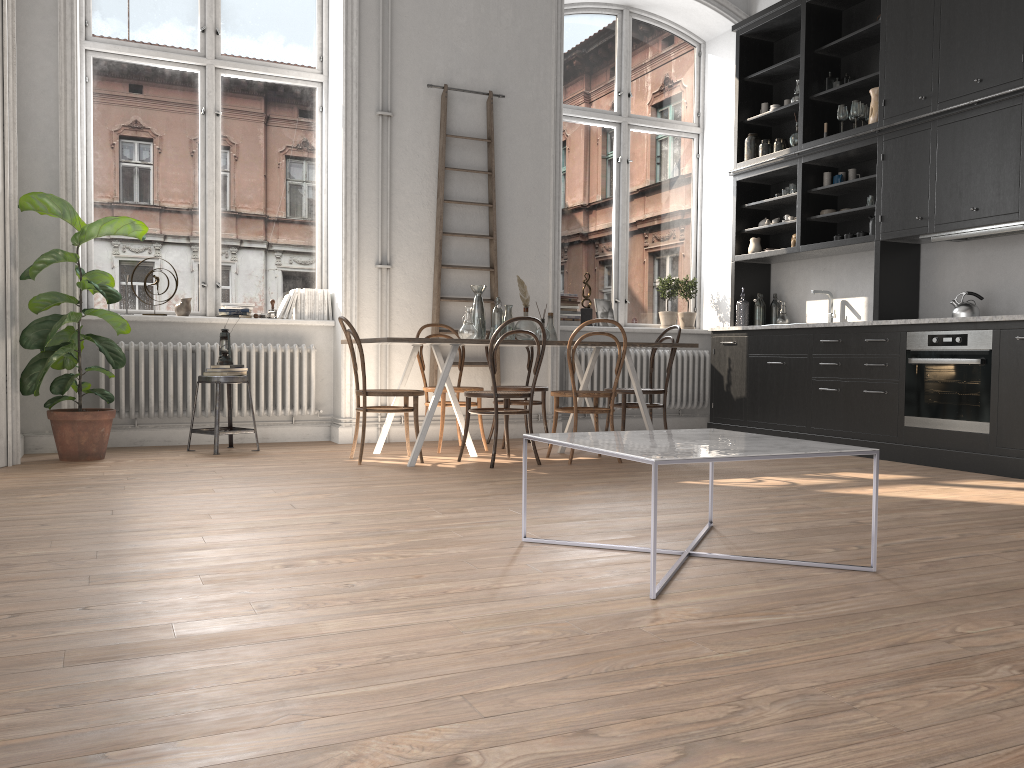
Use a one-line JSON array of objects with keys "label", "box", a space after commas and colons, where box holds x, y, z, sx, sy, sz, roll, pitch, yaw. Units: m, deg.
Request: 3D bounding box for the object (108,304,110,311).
[{"label": "object", "box": [-2.896, -0.639, 6.368, 0.095, 0.289, 0.095, 1, 2, 7]}]

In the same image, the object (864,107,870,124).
[{"label": "object", "box": [2.729, -1.994, 6.765, 0.083, 0.221, 0.083, 1, 2, 7]}]

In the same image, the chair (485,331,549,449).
[{"label": "chair", "box": [0.040, 0.010, 6.748, 0.438, 0.921, 0.549, 0, 2, -18]}]

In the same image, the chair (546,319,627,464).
[{"label": "chair", "box": [0.486, 0.044, 5.793, 0.438, 0.921, 0.549, 0, 2, -14]}]

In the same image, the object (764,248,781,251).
[{"label": "object", "box": [2.240, -1.130, 7.581, 0.180, 0.037, 0.180, -1, 2, -40]}]

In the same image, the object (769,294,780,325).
[{"label": "object", "box": [2.298, -0.638, 7.751, 0.086, 0.301, 0.086, 1, 2, 21]}]

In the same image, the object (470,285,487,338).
[{"label": "object", "box": [-0.233, -0.487, 6.126, 0.116, 0.383, 0.116, 0, 2, -13]}]

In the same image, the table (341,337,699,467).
[{"label": "table", "box": [0.042, 0.098, 6.107, 2.200, 0.780, 1.100, 0, 2, -25]}]

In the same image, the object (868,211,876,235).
[{"label": "object", "box": [2.685, -1.170, 6.494, 0.124, 0.192, 0.129, 1, 2, 3]}]

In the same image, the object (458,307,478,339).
[{"label": "object", "box": [-0.288, -0.397, 5.840, 0.132, 0.219, 0.132, -1, 3, -35]}]

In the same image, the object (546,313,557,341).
[{"label": "object", "box": [0.274, -0.402, 6.313, 0.101, 0.212, 0.101, 1, 2, 15]}]

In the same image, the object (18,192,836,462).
[{"label": "object", "box": [-0.299, -0.446, 6.397, 5.827, 1.843, 0.791, 0, 2, -20]}]

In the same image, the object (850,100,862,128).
[{"label": "object", "box": [2.559, -1.990, 6.594, 0.083, 0.221, 0.083, 1, 2, 22]}]

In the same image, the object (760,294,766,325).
[{"label": "object", "box": [2.196, -0.642, 7.820, 0.086, 0.301, 0.086, 0, 2, -10]}]

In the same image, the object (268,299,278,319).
[{"label": "object", "box": [-1.829, -0.572, 6.778, 0.088, 0.153, 0.048, 2, 3, 35]}]

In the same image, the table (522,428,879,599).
[{"label": "table", "box": [0.601, 0.390, 3.029, 0.849, 0.392, 0.849, 0, 2, -25]}]

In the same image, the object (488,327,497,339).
[{"label": "object", "box": [-0.130, -0.336, 5.951, 0.058, 0.094, 0.058, 1, 2, 3]}]

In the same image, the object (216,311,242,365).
[{"label": "object", "box": [-1.983, -0.326, 6.204, 0.154, 0.383, 0.163, 2, 3, 39]}]

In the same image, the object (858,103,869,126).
[{"label": "object", "box": [2.637, -1.992, 6.665, 0.083, 0.221, 0.083, 0, 2, -26]}]

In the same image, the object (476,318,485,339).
[{"label": "object", "box": [-0.225, -0.370, 6.010, 0.083, 0.158, 0.083, -1, 2, -29]}]

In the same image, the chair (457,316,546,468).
[{"label": "chair", "box": [-0.060, 0.044, 5.581, 0.438, 0.921, 0.549, -1, 2, -29]}]

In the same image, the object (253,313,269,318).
[{"label": "object", "box": [-1.931, -0.522, 6.795, 0.088, 0.048, 0.153, 1, 2, 15]}]

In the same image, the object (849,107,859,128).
[{"label": "object", "box": [2.602, -1.994, 6.740, 0.083, 0.221, 0.083, -1, 3, -33]}]

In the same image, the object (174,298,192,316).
[{"label": "object", "box": [-2.426, -0.567, 6.543, 0.102, 0.142, 0.100, 2, 3, 40]}]

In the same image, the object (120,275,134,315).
[{"label": "object", "box": [-2.765, -0.638, 6.365, 0.095, 0.289, 0.095, 1, 2, -2]}]

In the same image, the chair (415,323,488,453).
[{"label": "chair", "box": [-0.447, 0.014, 6.437, 0.438, 0.921, 0.549, 0, 2, -27]}]

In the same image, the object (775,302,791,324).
[{"label": "object", "box": [2.331, -0.595, 7.629, 0.132, 0.219, 0.120, 0, 2, -25]}]

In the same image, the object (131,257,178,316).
[{"label": "object", "box": [-2.601, -0.707, 6.460, 0.347, 0.425, 0.087, 1, 2, 8]}]

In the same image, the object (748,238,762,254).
[{"label": "object", "box": [2.111, -1.189, 7.693, 0.115, 0.144, 0.127, 3, 3, 44]}]

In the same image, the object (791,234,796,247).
[{"label": "object", "box": [2.310, -1.162, 7.222, 0.069, 0.123, 0.173, 1, 2, 7]}]

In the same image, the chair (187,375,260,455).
[{"label": "chair", "box": [-1.999, 0.203, 6.148, 0.360, 0.523, 0.364, 2, 3, 39]}]

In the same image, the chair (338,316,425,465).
[{"label": "chair", "box": [-0.834, 0.033, 5.675, 0.549, 0.921, 0.437, 0, 2, -16]}]

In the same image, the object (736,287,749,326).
[{"label": "object", "box": [2.007, -0.667, 7.717, 0.109, 0.349, 0.109, -1, 3, -44]}]

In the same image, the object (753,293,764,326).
[{"label": "object", "box": [2.141, -0.638, 7.709, 0.086, 0.301, 0.086, -1, 3, -39]}]

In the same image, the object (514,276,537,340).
[{"label": "object", "box": [0.096, -0.513, 6.056, 0.157, 0.446, 0.157, 0, 2, -7]}]

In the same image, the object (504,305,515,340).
[{"label": "object", "box": [-0.025, -0.422, 6.181, 0.100, 0.255, 0.098, 3, 3, 42]}]

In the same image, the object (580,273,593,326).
[{"label": "object", "box": [0.670, -0.760, 7.986, 0.122, 0.488, 0.102, 1, 2, 0]}]

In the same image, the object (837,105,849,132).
[{"label": "object", "box": [2.502, -1.995, 6.712, 0.083, 0.221, 0.083, 1, 2, 7]}]

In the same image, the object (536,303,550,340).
[{"label": "object", "box": [0.215, -0.434, 6.201, 0.107, 0.283, 0.106, -1, 3, -30]}]

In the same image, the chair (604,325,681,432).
[{"label": "chair", "box": [0.945, 0.028, 6.470, 0.549, 0.921, 0.437, 0, 2, -12]}]

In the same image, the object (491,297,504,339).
[{"label": "object", "box": [-0.098, -0.443, 6.067, 0.086, 0.301, 0.086, -1, 3, -39]}]

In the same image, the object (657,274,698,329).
[{"label": "object", "box": [1.563, -0.780, 8.400, 0.500, 0.524, 0.234, -1, 3, -35]}]
